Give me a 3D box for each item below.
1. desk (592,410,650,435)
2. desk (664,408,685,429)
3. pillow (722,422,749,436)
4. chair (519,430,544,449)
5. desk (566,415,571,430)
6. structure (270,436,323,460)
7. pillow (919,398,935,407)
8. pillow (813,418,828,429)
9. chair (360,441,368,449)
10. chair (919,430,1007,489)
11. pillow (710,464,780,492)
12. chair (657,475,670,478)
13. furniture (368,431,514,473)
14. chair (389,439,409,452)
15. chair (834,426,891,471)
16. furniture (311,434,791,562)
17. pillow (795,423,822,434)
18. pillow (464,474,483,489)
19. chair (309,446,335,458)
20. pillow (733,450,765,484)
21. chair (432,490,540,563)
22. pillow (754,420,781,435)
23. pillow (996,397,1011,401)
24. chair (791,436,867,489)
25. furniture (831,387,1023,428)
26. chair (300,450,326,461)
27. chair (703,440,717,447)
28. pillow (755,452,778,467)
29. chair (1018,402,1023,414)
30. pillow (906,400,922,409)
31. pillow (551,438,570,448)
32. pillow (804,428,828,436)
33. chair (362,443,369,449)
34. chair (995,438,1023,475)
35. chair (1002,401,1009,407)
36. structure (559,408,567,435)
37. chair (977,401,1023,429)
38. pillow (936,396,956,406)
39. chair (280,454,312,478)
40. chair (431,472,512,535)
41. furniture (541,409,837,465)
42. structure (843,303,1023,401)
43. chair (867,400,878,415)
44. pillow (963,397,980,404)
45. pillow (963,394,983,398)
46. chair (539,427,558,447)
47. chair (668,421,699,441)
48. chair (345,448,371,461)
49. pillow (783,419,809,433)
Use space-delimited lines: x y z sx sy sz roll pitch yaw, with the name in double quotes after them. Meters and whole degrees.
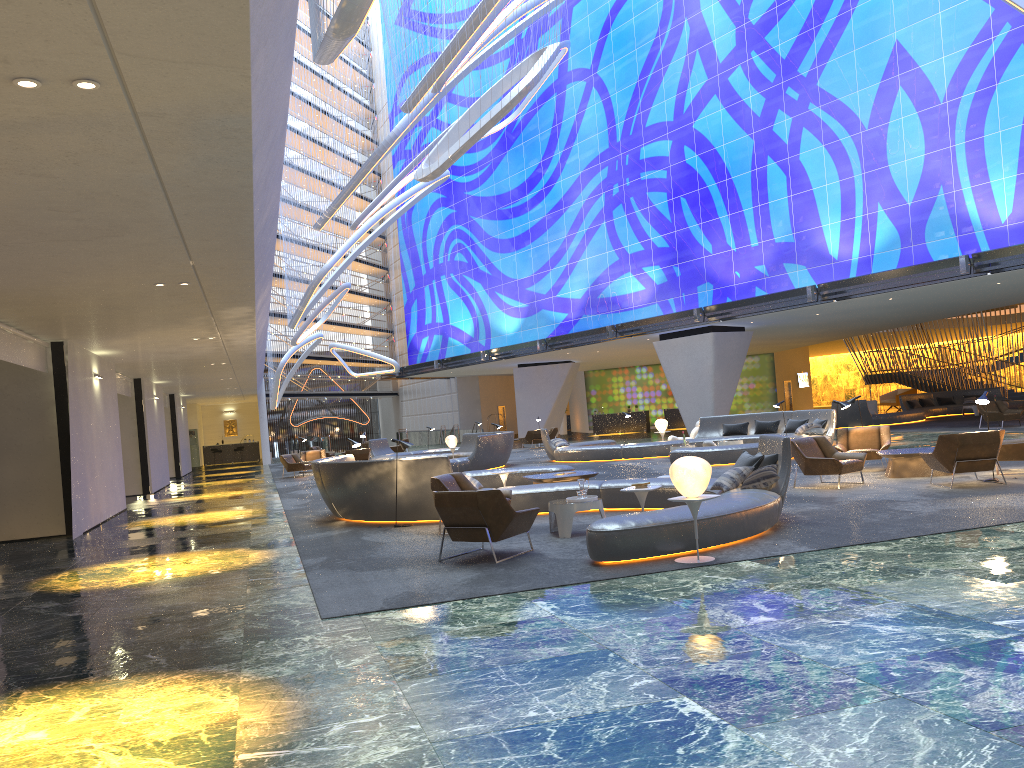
5.923 2.096 48.117 2.980 1.097 0.813 -5 -1 22 "desk"
9.780 1.775 47.789 2.980 1.097 0.813 -5 -1 21 "desk"
6.106 1.252 24.253 0.770 0.369 0.295 -5 -1 28 "pillow"
0.892 2.282 36.548 0.928 0.766 0.940 -4 -1 -33 "chair"
3.703 2.797 63.979 2.980 1.097 0.813 -5 -1 22 "desk"
-14.681 7.725 59.730 3.014 8.238 19.851 -5 -2 -16 "structure"
16.917 0.753 36.173 0.758 0.417 0.282 -4 -1 -23 "pillow"
7.599 1.045 22.059 0.317 0.366 0.775 -5 -2 0 "pillow"
-6.408 3.004 40.668 0.930 0.766 0.938 -5 -1 11 "chair"
6.392 1.047 12.517 0.929 0.766 0.939 -5 -1 3 "chair"
2.768 1.120 10.555 0.874 0.280 0.684 -5 -2 21 "pillow"
2.591 1.538 14.130 0.587 0.501 0.491 -5 -1 18 "chair"
-2.449 2.141 28.180 5.185 0.969 9.931 -5 -2 1 "furniture"
-5.079 2.862 39.586 0.938 0.766 0.930 -4 -1 -14 "chair"
6.298 1.165 15.867 0.930 0.766 0.938 -5 -1 25 "chair"
-0.043 1.453 13.230 5.181 0.969 9.939 -4 -2 -20 "furniture"
7.412 1.105 22.108 0.878 0.262 0.691 -6 -2 39 "pillow"
-0.777 1.472 13.260 0.878 0.262 0.692 -6 -2 36 "pillow"
-8.250 3.082 38.532 0.939 0.766 0.929 -5 -1 8 "chair"
2.879 1.030 10.892 0.315 0.386 0.785 -5 -2 -1 "pillow"
-0.303 1.488 9.573 0.930 0.766 0.938 -5 -1 34 "chair"
6.832 1.156 23.808 0.760 0.417 0.281 -6 -1 42 "pillow"
19.584 0.627 35.362 0.444 0.207 0.444 -4 -2 -30 "pillow"
4.881 1.210 13.767 0.928 0.766 0.940 -4 -1 -38 "chair"
15.518 0.895 34.237 9.926 0.969 5.188 -5 -2 1 "furniture"
-7.098 2.763 31.659 0.929 0.766 0.939 -4 -1 -10 "chair"
5.227 1.579 21.785 0.586 0.501 1.783 -5 -2 38 "chair"
3.071 1.042 10.983 0.295 0.369 0.769 -5 -2 -3 "pillow"
15.935 0.750 26.785 0.937 0.766 0.931 -3 -2 -45 "chair"
16.209 0.817 35.699 0.768 0.369 0.295 -3 -1 -37 "pillow"
1.365 1.723 26.098 0.692 0.262 0.878 -4 -2 -8 "pillow"
7.231 1.148 21.048 0.445 0.207 0.443 -6 -2 35 "pillow"
-5.837 2.863 37.774 0.931 0.766 0.938 -5 -1 36 "chair"
7.808 0.965 13.484 0.940 0.766 0.928 -5 -1 28 "chair"
18.370 0.903 33.318 0.491 0.501 0.587 -5 -1 1 "chair"
3.051 2.026 53.384 1.021 2.051 0.774 -4 0 -38 "structure"
13.891 0.865 25.291 0.928 0.766 0.940 -4 -1 -18 "chair"
17.818 0.692 36.375 0.784 0.386 0.315 -5 -1 0 "pillow"
-7.051 2.675 29.123 0.939 0.766 0.929 -5 -1 17 "chair"
-0.536 1.584 11.916 0.939 0.766 0.929 -5 -1 17 "chair"
4.475 1.454 24.264 5.180 0.969 9.941 -4 -2 -24 "furniture"
24.555 -1.948 40.058 11.973 6.246 16.507 -4 -2 -16 "structure"
14.262 1.117 35.573 0.730 0.882 1.156 -5 -1 28 "chair"
18.700 0.655 35.978 0.876 0.262 0.693 -4 -2 -26 "pillow"
18.822 0.606 36.130 0.775 0.366 0.317 -5 -1 25 "pillow"
1.495 2.286 38.157 0.938 0.766 0.930 -4 -1 -8 "chair"
5.175 1.531 25.980 1.157 0.882 0.729 -5 -1 3 "chair"
-5.098 2.513 28.974 0.928 0.766 0.940 -4 -1 -33 "chair"
7.395 1.091 23.074 0.315 0.386 0.786 -4 -2 -25 "pillow"
